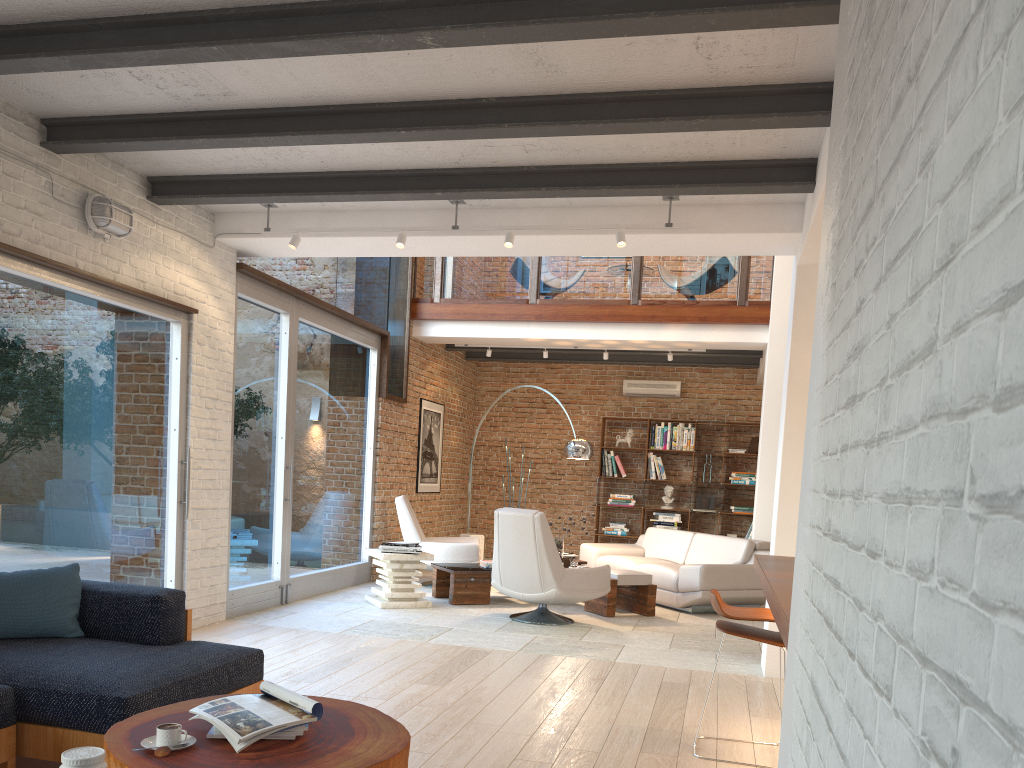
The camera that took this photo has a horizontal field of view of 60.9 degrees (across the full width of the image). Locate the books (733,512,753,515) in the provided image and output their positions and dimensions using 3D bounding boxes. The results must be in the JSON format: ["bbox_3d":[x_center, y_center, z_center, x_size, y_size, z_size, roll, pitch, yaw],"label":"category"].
[{"bbox_3d":[3.276,1.808,12.207,0.355,0.020,0.273,2,-6,12],"label":"books"}]

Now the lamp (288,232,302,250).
[{"bbox_3d":[-1.496,-0.986,6.009,0.087,0.129,0.059,3,3,-26],"label":"lamp"}]

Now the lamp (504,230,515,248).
[{"bbox_3d":[-0.017,-0.940,5.653,0.060,0.129,0.086,4,1,16],"label":"lamp"}]

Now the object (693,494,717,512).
[{"bbox_3d":[2.726,1.680,12.290,0.335,0.233,0.284,3,-2,13],"label":"object"}]

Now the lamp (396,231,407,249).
[{"bbox_3d":[-0.739,-0.968,5.823,0.060,0.121,0.086,4,1,16],"label":"lamp"}]

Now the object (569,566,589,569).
[{"bbox_3d":[0.651,1.827,8.744,0.272,0.035,0.249,5,-6,-14],"label":"object"}]

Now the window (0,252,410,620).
[{"bbox_3d":[-2.521,-1.416,6.022,0.646,6.395,12.386,4,-3,14],"label":"window"}]

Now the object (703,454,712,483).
[{"bbox_3d":[2.750,1.186,12.232,0.121,0.400,0.061,4,4,16],"label":"object"}]

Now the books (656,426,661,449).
[{"bbox_3d":[2.094,0.772,12.410,0.055,0.330,0.254,4,1,14],"label":"books"}]

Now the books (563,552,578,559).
[{"bbox_3d":[0.494,1.881,9.519,0.403,0.074,0.249,9,-8,-44],"label":"books"}]

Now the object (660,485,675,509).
[{"bbox_3d":[2.226,1.611,12.431,0.195,0.351,0.194,4,2,29],"label":"object"}]

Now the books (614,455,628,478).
[{"bbox_3d":[1.577,1.194,12.588,0.194,0.319,0.254,4,0,14],"label":"books"}]

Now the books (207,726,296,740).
[{"bbox_3d":[-0.784,1.050,2.712,0.253,0.011,0.319,4,-6,-7],"label":"books"}]

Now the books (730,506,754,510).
[{"bbox_3d":[3.248,1.739,12.188,0.379,0.036,0.245,2,-6,12],"label":"books"}]

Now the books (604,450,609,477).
[{"bbox_3d":[1.383,1.153,12.620,0.091,0.386,0.243,4,2,14],"label":"books"}]

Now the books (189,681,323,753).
[{"bbox_3d":[-0.776,0.997,2.637,0.274,0.109,0.321,8,-7,-44],"label":"books"}]

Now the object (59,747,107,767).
[{"bbox_3d":[-1.063,0.966,2.161,0.107,0.108,0.108,3,-1,29],"label":"object"}]

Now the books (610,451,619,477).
[{"bbox_3d":[1.484,1.157,12.584,0.121,0.382,0.243,4,2,14],"label":"books"}]

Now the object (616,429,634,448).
[{"bbox_3d":[1.616,0.770,12.475,0.251,0.284,0.130,3,2,21],"label":"object"}]

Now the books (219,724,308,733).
[{"bbox_3d":[-0.774,1.029,2.710,0.253,0.011,0.318,5,-6,-17],"label":"books"}]

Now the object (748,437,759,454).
[{"bbox_3d":[3.372,0.856,12.056,0.194,0.233,0.192,3,0,-29],"label":"object"}]

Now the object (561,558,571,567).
[{"bbox_3d":[0.547,1.803,8.793,0.094,0.082,0.114,4,-2,-14],"label":"object"}]

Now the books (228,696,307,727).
[{"bbox_3d":[-0.770,1.019,2.718,0.253,0.011,0.318,5,-6,-12],"label":"books"}]

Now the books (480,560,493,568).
[{"bbox_3d":[-0.139,1.818,8.784,0.327,0.056,0.255,5,-6,-16],"label":"books"}]

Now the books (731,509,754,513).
[{"bbox_3d":[3.268,1.780,12.221,0.379,0.036,0.245,2,-6,9],"label":"books"}]

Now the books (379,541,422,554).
[{"bbox_3d":[-1.036,1.542,8.249,0.389,0.079,0.569,3,-6,-2],"label":"books"}]

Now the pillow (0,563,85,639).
[{"bbox_3d":[-2.255,0.987,3.961,0.567,0.329,0.375,5,-2,-26],"label":"pillow"}]

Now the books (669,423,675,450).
[{"bbox_3d":[2.270,0.751,12.375,0.036,0.385,0.243,4,2,14],"label":"books"}]

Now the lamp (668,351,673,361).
[{"bbox_3d":[1.888,-0.334,10.396,0.060,0.116,0.095,4,1,20],"label":"lamp"}]

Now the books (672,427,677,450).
[{"bbox_3d":[2.310,0.778,12.352,0.055,0.330,0.254,4,1,14],"label":"books"}]

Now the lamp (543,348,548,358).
[{"bbox_3d":[0.415,-0.378,10.732,0.060,0.121,0.086,4,1,16],"label":"lamp"}]

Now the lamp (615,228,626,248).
[{"bbox_3d":[0.685,-0.918,5.491,0.059,0.129,0.085,2,1,-16],"label":"lamp"}]

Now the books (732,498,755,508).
[{"bbox_3d":[3.244,1.662,12.193,0.334,0.119,0.214,2,-4,13],"label":"books"}]

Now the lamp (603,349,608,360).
[{"bbox_3d":[1.138,-0.352,10.563,0.060,0.129,0.086,4,1,16],"label":"lamp"}]

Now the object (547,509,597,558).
[{"bbox_3d":[0.618,1.571,9.025,0.543,0.609,0.314,3,2,-16],"label":"object"}]

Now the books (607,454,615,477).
[{"bbox_3d":[1.436,1.183,12.629,0.102,0.335,0.254,4,1,14],"label":"books"}]

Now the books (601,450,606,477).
[{"bbox_3d":[1.345,1.152,12.621,0.091,0.386,0.243,4,2,14],"label":"books"}]

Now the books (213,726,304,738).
[{"bbox_3d":[-0.784,1.037,2.695,0.253,0.011,0.318,5,-6,-17],"label":"books"}]

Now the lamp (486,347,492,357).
[{"bbox_3d":[-0.287,-0.396,10.895,0.059,0.129,0.085,2,1,-16],"label":"lamp"}]

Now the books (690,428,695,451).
[{"bbox_3d":[2.558,0.790,12.326,0.055,0.330,0.254,4,1,14],"label":"books"}]

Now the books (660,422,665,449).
[{"bbox_3d":[2.141,0.747,12.401,0.036,0.385,0.243,4,2,14],"label":"books"}]

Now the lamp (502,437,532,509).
[{"bbox_3d":[0.033,1.671,12.283,0.419,1.827,0.197,2,5,-16],"label":"lamp"}]

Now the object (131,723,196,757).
[{"bbox_3d":[-0.969,0.993,2.447,0.146,0.056,0.175,3,-5,3],"label":"object"}]

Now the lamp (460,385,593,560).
[{"bbox_3d":[0.151,1.188,10.179,0.320,2.357,2.018,0,2,-40],"label":"lamp"}]

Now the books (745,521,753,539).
[{"bbox_3d":[3.331,2.059,12.222,0.163,0.373,0.243,4,1,14],"label":"books"}]

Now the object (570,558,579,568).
[{"bbox_3d":[0.617,1.780,8.665,0.091,0.085,0.091,4,-1,-27],"label":"object"}]

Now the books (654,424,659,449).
[{"bbox_3d":[2.061,0.759,12.434,0.020,0.360,0.271,4,1,14],"label":"books"}]

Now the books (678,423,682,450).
[{"bbox_3d":[2.384,0.756,12.362,0.036,0.385,0.243,4,2,14],"label":"books"}]

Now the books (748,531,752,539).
[{"bbox_3d":[3.366,2.056,12.190,0.161,0.374,0.243,4,1,14],"label":"books"}]
